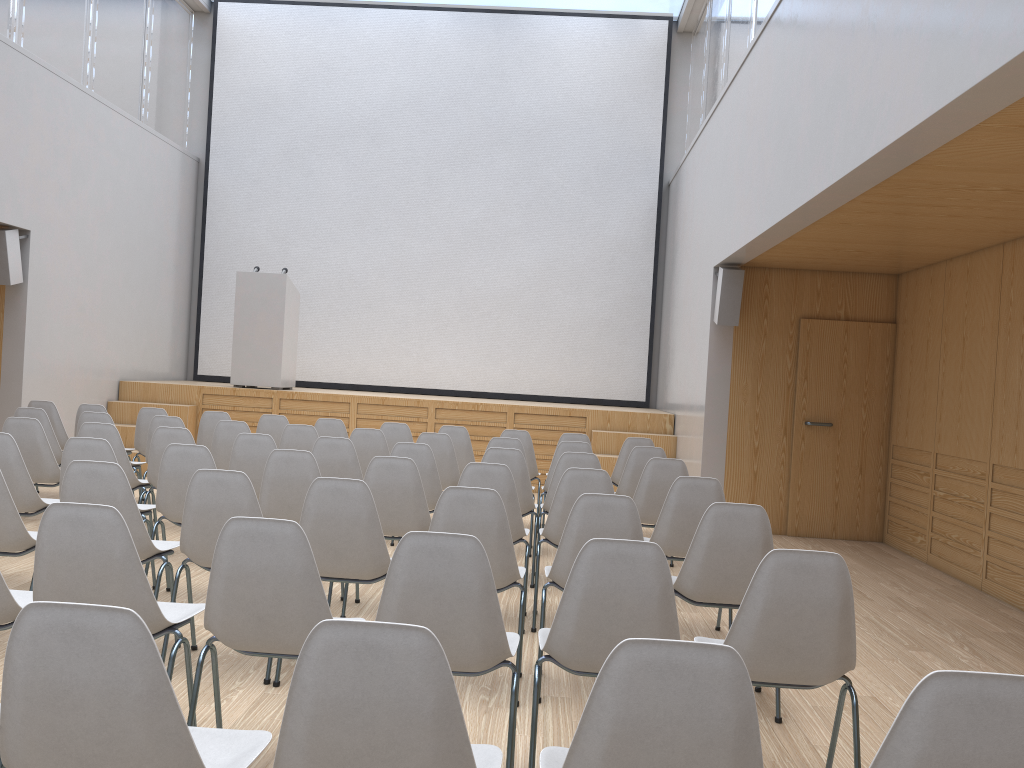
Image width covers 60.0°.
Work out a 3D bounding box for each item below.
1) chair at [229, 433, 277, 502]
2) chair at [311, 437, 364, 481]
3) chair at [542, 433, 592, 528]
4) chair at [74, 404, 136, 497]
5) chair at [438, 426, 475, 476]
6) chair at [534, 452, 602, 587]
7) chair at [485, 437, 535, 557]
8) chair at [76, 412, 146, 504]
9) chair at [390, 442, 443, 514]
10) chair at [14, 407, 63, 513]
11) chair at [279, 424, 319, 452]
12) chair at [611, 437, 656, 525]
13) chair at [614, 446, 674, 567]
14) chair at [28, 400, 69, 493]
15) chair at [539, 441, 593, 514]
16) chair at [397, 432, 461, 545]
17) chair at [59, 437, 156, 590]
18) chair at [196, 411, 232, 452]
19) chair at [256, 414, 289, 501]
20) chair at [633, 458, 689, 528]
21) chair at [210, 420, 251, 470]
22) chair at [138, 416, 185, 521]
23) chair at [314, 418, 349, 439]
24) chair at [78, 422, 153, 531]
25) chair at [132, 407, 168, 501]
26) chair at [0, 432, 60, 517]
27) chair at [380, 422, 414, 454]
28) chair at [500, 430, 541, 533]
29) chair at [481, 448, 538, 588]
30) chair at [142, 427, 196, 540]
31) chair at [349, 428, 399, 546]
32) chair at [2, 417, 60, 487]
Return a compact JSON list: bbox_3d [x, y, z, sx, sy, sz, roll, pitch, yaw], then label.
[{"bbox_3d":[-1.625,0.745,5.811,0.479,0.876,0.505,3,1,3],"label":"chair"},{"bbox_3d":[-1.144,0.773,5.889,0.479,0.876,0.505,3,1,3],"label":"chair"},{"bbox_3d":[0.525,0.857,7.827,0.479,0.876,0.505,3,1,3],"label":"chair"},{"bbox_3d":[-3.636,0.610,7.901,0.479,0.876,0.505,3,1,3],"label":"chair"},{"bbox_3d":[-0.514,0.795,7.863,0.479,0.876,0.505,3,1,3],"label":"chair"},{"bbox_3d":[0.412,0.866,5.830,0.479,0.876,0.505,3,1,3],"label":"chair"},{"bbox_3d":[-0.059,0.831,6.784,0.479,0.876,0.505,3,1,3],"label":"chair"},{"bbox_3d":[-3.144,0.647,6.920,0.479,0.876,0.505,3,1,3],"label":"chair"},{"bbox_3d":[-0.637,0.804,5.808,0.479,0.876,0.505,3,1,3],"label":"chair"},{"bbox_3d":[-3.668,0.615,6.984,0.479,0.876,0.505,3,1,3],"label":"chair"},{"bbox_3d":[-1.600,0.739,6.892,0.479,0.876,0.505,3,1,3],"label":"chair"},{"bbox_3d":[1.066,0.890,7.775,0.479,0.876,0.505,3,1,3],"label":"chair"},{"bbox_3d":[0.986,0.893,6.737,0.479,0.876,0.505,3,1,3],"label":"chair"},{"bbox_3d":[-4.125,0.580,8.005,0.479,0.876,0.505,3,1,3],"label":"chair"},{"bbox_3d":[0.452,0.861,6.820,0.479,0.876,0.505,3,1,3],"label":"chair"},{"bbox_3d":[-0.588,0.799,6.847,0.479,0.876,0.505,3,1,3],"label":"chair"},{"bbox_3d":[-2.234,0.716,4.899,0.479,0.876,0.505,3,1,3],"label":"chair"},{"bbox_3d":[-2.579,0.672,7.936,0.479,0.876,0.505,3,1,3],"label":"chair"},{"bbox_3d":[-2.079,0.702,7.942,0.479,0.876,0.505,3,1,3],"label":"chair"},{"bbox_3d":[0.951,0.898,5.778,0.479,0.876,0.505,3,1,3],"label":"chair"},{"bbox_3d":[-2.100,0.709,6.874,0.479,0.876,0.505,3,1,3],"label":"chair"},{"bbox_3d":[-2.621,0.678,6.956,0.479,0.876,0.505,3,1,3],"label":"chair"},{"bbox_3d":[-1.577,0.732,7.872,0.479,0.876,0.505,3,1,3],"label":"chair"},{"bbox_3d":[-2.654,0.684,5.918,0.479,0.876,0.505,3,1,3],"label":"chair"},{"bbox_3d":[-3.118,0.641,7.920,0.479,0.876,0.505,3,1,3],"label":"chair"},{"bbox_3d":[-2.740,0.686,4.900,0.479,0.876,0.505,3,1,3],"label":"chair"},{"bbox_3d":[-1.011,0.766,7.827,0.479,0.876,0.505,3,1,3],"label":"chair"},{"bbox_3d":[0.020,0.827,7.821,0.479,0.876,0.505,3,1,3],"label":"chair"},{"bbox_3d":[-0.062,0.838,5.823,0.479,0.876,0.505,3,1,3],"label":"chair"},{"bbox_3d":[-2.181,0.712,5.917,0.479,0.876,0.505,3,1,3],"label":"chair"},{"bbox_3d":[-1.094,0.769,6.898,0.479,0.876,0.505,3,1,3],"label":"chair"},{"bbox_3d":[-3.180,0.652,5.989,0.479,0.876,0.505,3,1,3],"label":"chair"}]
